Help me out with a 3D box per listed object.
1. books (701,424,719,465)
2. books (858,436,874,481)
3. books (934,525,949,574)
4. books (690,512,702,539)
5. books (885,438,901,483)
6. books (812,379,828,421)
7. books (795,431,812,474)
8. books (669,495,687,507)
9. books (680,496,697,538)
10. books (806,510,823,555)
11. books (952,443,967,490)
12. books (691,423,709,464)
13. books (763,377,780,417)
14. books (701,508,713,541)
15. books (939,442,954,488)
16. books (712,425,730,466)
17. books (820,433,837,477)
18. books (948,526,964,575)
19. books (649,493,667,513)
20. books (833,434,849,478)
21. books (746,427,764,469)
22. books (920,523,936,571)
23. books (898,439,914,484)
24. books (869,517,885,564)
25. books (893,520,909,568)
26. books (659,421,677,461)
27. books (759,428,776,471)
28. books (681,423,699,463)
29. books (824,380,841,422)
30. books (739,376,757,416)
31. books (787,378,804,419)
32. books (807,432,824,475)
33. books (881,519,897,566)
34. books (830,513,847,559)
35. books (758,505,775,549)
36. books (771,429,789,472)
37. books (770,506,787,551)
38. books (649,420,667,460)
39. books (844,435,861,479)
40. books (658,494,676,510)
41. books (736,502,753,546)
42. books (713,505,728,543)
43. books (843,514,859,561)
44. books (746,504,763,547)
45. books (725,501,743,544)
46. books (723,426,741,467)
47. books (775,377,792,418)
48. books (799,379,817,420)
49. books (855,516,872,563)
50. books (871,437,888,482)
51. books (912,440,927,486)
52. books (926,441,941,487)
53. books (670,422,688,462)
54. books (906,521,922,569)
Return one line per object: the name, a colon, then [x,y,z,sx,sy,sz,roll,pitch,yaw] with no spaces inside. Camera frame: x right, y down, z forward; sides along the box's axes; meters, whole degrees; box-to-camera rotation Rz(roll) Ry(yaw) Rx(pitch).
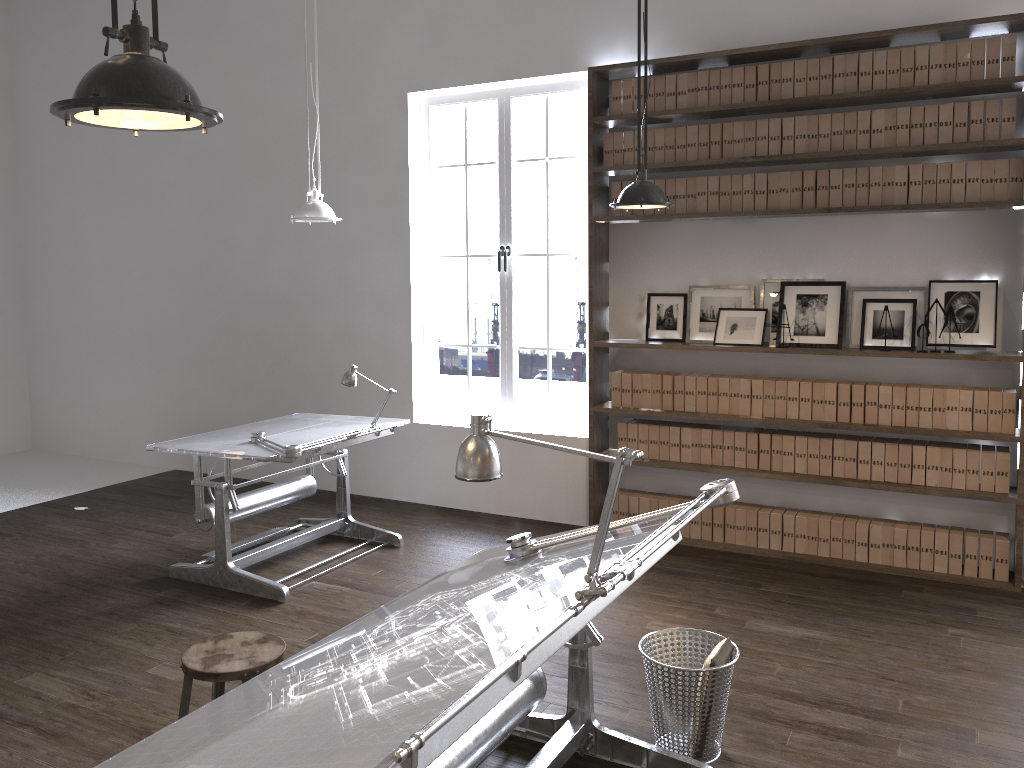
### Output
books: [1.246,0.380,5.571,0.067,0.225,0.175,2,6,28]
books: [2.054,0.429,5.138,0.067,0.225,0.175,2,6,28]
books: [2.419,0.929,4.984,0.067,0.225,0.175,2,6,28]
books: [1.193,0.855,5.640,0.067,0.225,0.175,2,6,28]
books: [2.183,0.435,5.078,0.067,0.225,0.175,2,6,28]
books: [1.826,0.095,5.235,0.067,0.225,0.175,2,6,28]
books: [1.748,0.410,5.306,0.067,0.225,0.175,2,6,28]
books: [1.070,0.847,5.710,0.067,0.225,0.175,2,6,28]
books: [1.132,0.851,5.677,0.067,0.225,0.175,2,6,28]
books: [1.814,0.892,5.311,0.067,0.224,0.175,2,6,28]
books: [2.481,0.454,4.910,0.067,0.225,0.175,2,6,28]
books: [1.189,0.376,5.607,0.067,0.224,0.175,2,6,28]
books: [1.577,0.079,5.374,0.067,0.225,0.175,2,6,28]
books: [1.258,0.858,5.611,0.067,0.225,0.175,2,6,28]
books: [2.425,0.450,4.946,0.067,0.224,0.175,2,6,28]
books: [1.308,0.383,5.545,0.067,0.225,0.175,2,6,28]
books: [1.872,0.417,5.242,0.067,0.225,0.175,2,6,28]
books: [2.484,0.932,4.955,0.067,0.225,0.175,2,6,28]
books: [0.951,0.840,5.773,0.067,0.224,0.175,2,6,28]
books: [1.937,0.421,5.206,0.067,0.224,0.175,2,6,28]
books: [1.496,0.394,5.445,0.067,0.225,0.175,2,6,28]
books: [2.359,0.924,5.021,0.067,0.225,0.175,2,6,28]
books: [2.244,0.439,5.043,0.067,0.225,0.175,2,6,28]
books: [2.121,0.911,5.145,0.067,0.224,0.175,2,6,28]
books: [2.234,0.918,5.081,0.067,0.225,0.175,2,6,28]
books: [1.008,0.365,5.704,0.067,0.225,0.175,2,6,28]
books: [1.559,0.399,5.405,0.067,0.225,0.175,2,6,28]
books: [1.133,0.373,5.635,0.067,0.224,0.175,2,6,28]
books: [1.883,0.098,5.209,0.067,0.224,0.175,2,6,28]
books: [1.451,0.072,5.439,0.067,0.224,0.175,2,6,28]
books: [1.700,0.087,5.306,0.067,0.225,0.175,2,6,28]
books: [1.811,0.413,5.277,0.067,0.225,0.175,2,6,28]
books: [2.177,0.914,5.117,0.067,0.224,0.175,2,6,28]
books: [1.936,0.899,5.249,0.067,0.225,0.175,2,6,28]
books: [1.563,0.878,5.440,0.067,0.225,0.175,2,6,28]
books: [1.627,0.402,5.374,0.067,0.224,0.175,2,6,28]
books: [1.629,0.881,5.408,0.067,0.225,0.175,2,6,28]
books: [0.947,0.361,5.739,0.067,0.225,0.175,2,6,28]
books: [1.991,0.425,5.172,0.067,0.225,0.175,2,6,28]
books: [1.007,0.844,5.737,0.067,0.225,0.175,2,6,28]
books: [1.446,0.870,5.507,0.067,0.224,0.175,2,6,28]
books: [1.321,0.863,5.570,0.067,0.225,0.175,2,6,28]
books: [1.996,0.903,5.214,0.067,0.225,0.175,2,6,28]
books: [1.499,0.874,5.474,0.067,0.225,0.175,2,6,28]
books: [1.389,0.866,5.540,0.067,0.224,0.175,2,6,28]
books: [1.371,0.387,5.511,0.067,0.225,0.175,2,6,28]
books: [1.640,0.083,5.343,0.067,0.225,0.175,2,6,28]
books: [1.762,0.091,5.269,0.067,0.225,0.175,2,6,28]
books: [2.057,0.907,5.177,0.067,0.225,0.175,2,6,28]
books: [2.120,0.432,5.107,0.067,0.225,0.175,2,6,28]
books: [2.304,0.443,5.007,0.067,0.225,0.175,2,6,28]
books: [2.369,0.447,4.974,0.067,0.224,0.175,2,6,28]
books: [1.068,0.369,5.667,0.067,0.225,0.175,2,6,28]
books: [2.296,0.921,5.055,0.067,0.225,0.175,2,6,28]
